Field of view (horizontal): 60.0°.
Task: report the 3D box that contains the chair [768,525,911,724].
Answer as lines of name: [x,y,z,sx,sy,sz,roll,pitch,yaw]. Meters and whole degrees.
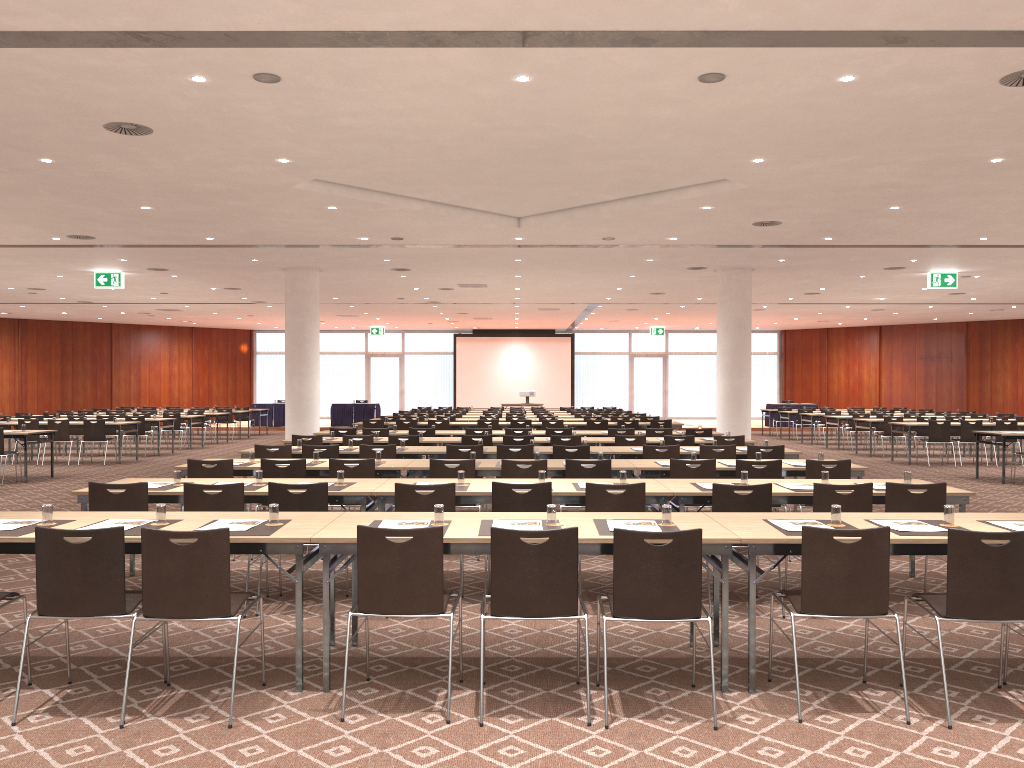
chair: [1.672,1.177,4.592,0.535,0.939,0.613,0,0,2]

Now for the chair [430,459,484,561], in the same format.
chair: [-0.558,1.177,8.558,0.535,0.939,0.613,0,0,2]

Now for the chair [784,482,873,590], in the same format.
chair: [2.376,1.178,6.548,0.535,0.939,0.613,0,0,-2]

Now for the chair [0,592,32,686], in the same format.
chair: [-2.887,1.173,4.532,0.535,0.939,0.613,0,0,0]

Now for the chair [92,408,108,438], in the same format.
chair: [-12.057,1.178,26.100,0.535,0.939,0.613,0,0,-2]

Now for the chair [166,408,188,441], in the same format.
chair: [-9.812,1.179,26.092,0.535,0.939,0.613,0,0,1]

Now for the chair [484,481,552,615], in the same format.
chair: [0.074,1.177,6.598,0.535,0.939,0.613,0,0,1]

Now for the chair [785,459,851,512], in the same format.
chair: [2.982,1.180,8.545,0.535,0.939,0.613,0,0,-3]

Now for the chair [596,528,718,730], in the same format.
chair: [0.719,1.176,4.519,0.535,0.939,0.613,0,0,1]

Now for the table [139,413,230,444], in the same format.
table: [-9.122,1.233,24.689,2.267,0.833,0.953,0,0,0]

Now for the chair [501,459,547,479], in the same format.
chair: [0.118,1.178,8.521,0.535,0.939,0.613,0,0,1]

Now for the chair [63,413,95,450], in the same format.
chair: [-10.747,1.177,22.014,0.535,0.939,0.613,0,0,-2]

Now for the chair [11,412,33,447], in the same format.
chair: [-12.101,1.176,22.160,0.535,0.939,0.613,0,0,2]

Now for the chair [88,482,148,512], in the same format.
chair: [-2.838,1.174,6.567,0.535,0.939,0.613,0,0,2]

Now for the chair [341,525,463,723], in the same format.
chair: [-0.552,1.175,4.601,0.535,0.939,0.613,0,0,3]

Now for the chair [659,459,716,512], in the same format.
chair: [1.723,1.179,8.592,0.535,0.939,0.613,0,0,2]

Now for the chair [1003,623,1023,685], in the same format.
chair: [2.945,1.178,4.545,0.535,0.939,0.613,0,0,3]

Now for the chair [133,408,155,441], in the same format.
chair: [-10.716,1.179,26.014,0.535,0.939,0.613,0,0,2]

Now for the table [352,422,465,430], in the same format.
table: [-2.147,1.235,18.663,2.267,0.833,0.953,0,0,0]

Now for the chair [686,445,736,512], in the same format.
chair: [2.414,1.181,10.589,0.535,0.939,0.613,0,0,-2]

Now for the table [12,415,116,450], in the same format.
table: [-11.399,1.230,22.697,2.267,0.833,0.953,0,0,0]

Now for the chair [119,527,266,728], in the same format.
chair: [-1.607,1.174,4.528,0.535,0.939,0.613,0,0,0]

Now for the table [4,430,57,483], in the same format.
table: [-9.157,1.227,15.189,2.267,0.833,0.953,0,0,0]

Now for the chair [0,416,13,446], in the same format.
chair: [-11.424,1.175,20.017,0.535,0.939,0.613,0,0,3]

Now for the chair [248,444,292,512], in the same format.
chair: [-2.809,1.176,10.567,0.535,0.939,0.613,0,0,-3]

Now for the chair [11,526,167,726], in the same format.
chair: [-2.150,1.174,4.564,0.535,0.939,0.613,0,0,-2]

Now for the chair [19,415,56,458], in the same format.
chair: [-10.749,1.175,20.096,0.535,0.939,0.613,0,0,-1]

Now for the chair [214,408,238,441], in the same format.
chair: [-8.418,1.181,26.146,0.535,0.939,0.613,0,0,-2]

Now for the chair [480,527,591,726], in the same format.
chair: [0.108,1.175,4.556,0.535,0.939,0.613,0,0,-1]

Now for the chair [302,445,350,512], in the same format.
chair: [-2.239,1.177,10.530,0.535,0.939,0.613,0,0,-1]

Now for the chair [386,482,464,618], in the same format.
chair: [-0.629,1.176,6.524,0.535,0.939,0.613,0,0,-2]

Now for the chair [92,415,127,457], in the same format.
chair: [-9.152,1.177,20.149,0.535,0.939,0.613,0,0,-1]

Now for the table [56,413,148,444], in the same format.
table: [-11.392,1.231,24.697,2.267,0.833,0.953,0,0,0]

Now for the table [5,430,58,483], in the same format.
table: [-9.157,1.227,15.189,2.267,0.833,0.953,0,0,0]

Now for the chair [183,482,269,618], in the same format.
chair: [-2.140,1.175,6.530,0.535,0.939,0.613,0,0,0]

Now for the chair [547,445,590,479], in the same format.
chair: [0.690,1.179,10.519,0.535,0.939,0.613,0,0,-1]

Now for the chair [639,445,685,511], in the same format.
chair: [1.748,1.180,10.550,0.535,0.939,0.613,0,0,0]

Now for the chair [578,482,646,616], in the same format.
chair: [0.742,1.177,6.554,0.535,0.939,0.613,0,0,-1]

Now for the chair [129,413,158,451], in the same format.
chair: [-9.126,1.178,22.008,0.535,0.939,0.613,0,0,-3]

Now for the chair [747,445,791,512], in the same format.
chair: [2.977,1.181,10.545,0.535,0.939,0.613,0,0,2]

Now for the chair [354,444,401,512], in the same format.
chair: [-1.586,1.177,10.604,0.535,0.939,0.613,0,0,-2]

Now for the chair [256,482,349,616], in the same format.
chair: [-1.539,1.175,6.562,0.535,0.939,0.613,0,0,1]

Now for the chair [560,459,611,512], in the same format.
chair: [0.731,1.178,8.554,0.535,0.939,0.613,0,0,3]

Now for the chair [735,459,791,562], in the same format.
chair: [2.324,1.179,8.513,0.535,0.939,0.613,0,0,1]

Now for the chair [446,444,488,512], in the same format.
chair: [-0.560,1.178,10.558,0.535,0.939,0.613,0,0,-2]

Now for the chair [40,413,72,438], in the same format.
chair: [-11.375,1.176,22.098,0.535,0.939,0.613,0,0,2]

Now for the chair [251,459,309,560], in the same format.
chair: [-2.162,1.176,8.564,0.535,0.939,0.613,0,0,2]

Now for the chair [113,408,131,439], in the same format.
chair: [-11.377,1.178,26.157,0.535,0.939,0.613,0,0,3]

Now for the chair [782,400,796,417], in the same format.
chair: [10.135,1.071,32.441,0.535,0.939,0.613,0,0,1]

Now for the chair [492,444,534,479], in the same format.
chair: [0.031,1.179,10.598,0.535,0.939,0.613,0,0,-2]

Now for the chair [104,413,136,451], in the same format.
chair: [-9.752,1.177,22.092,0.535,0.939,0.613,0,0,0]

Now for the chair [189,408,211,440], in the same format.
chair: [-9.179,1.180,26.008,0.535,0.939,0.613,0,0,-2]

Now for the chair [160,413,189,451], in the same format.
chair: [-8.439,1.178,22.146,0.535,0.939,0.613,0,0,-2]

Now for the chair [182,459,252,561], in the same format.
chair: [-2.847,1.175,8.532,0.535,0.939,0.613,0,0,0]

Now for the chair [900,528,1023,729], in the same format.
chair: [2.366,1.177,4.513,0.535,0.939,0.613,0,0,3]

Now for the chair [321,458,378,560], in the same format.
chair: [-1.529,1.176,8.604,0.535,0.939,0.613,0,0,-2]
